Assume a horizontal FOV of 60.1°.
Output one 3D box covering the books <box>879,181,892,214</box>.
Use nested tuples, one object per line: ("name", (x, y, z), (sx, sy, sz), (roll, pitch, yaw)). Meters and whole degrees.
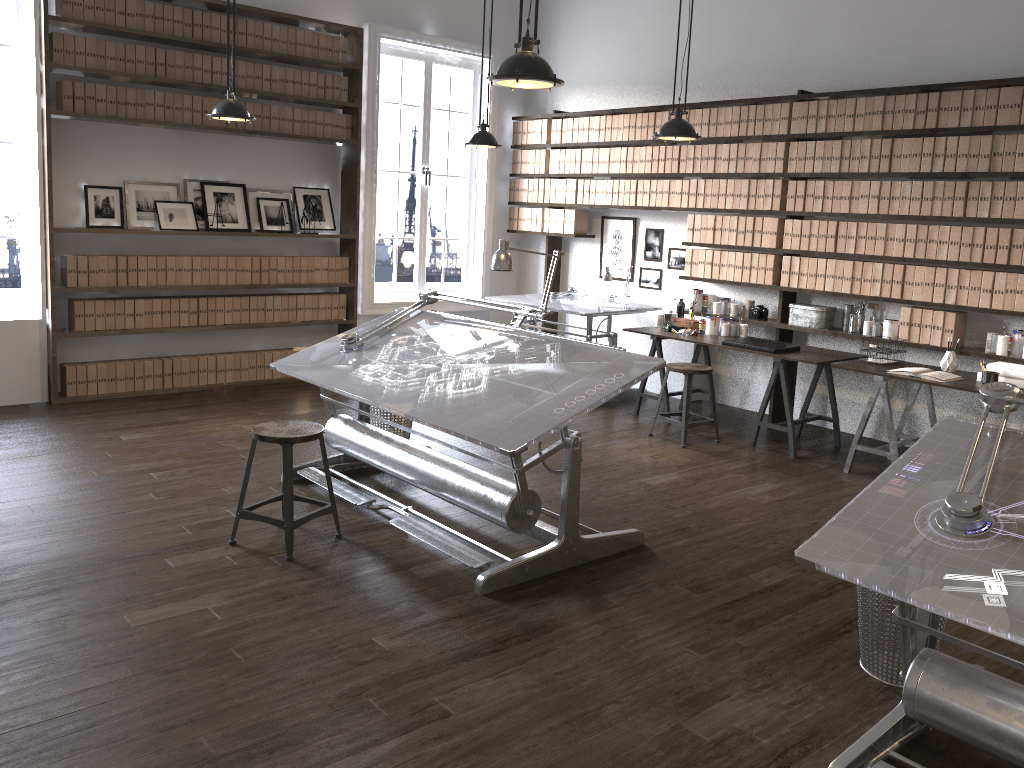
("books", (2.536, -1.239, 5.923), (0.175, 0.224, 0.067), (-5, 11, -40))

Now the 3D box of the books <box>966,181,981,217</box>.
("books", (2.900, -1.140, 5.502), (0.175, 0.224, 0.067), (-5, 11, -40))

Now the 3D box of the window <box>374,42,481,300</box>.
("window", (-0.823, -1.918, 8.278), (1.247, 2.293, 0.154), (-5, 11, -40))

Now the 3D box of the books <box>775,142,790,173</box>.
("books", (2.017, -1.652, 6.496), (0.175, 0.224, 0.067), (-5, 11, -40))

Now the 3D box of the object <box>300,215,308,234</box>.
("object", (-1.745, -1.342, 7.452), (0.066, 0.164, 0.040), (-4, 11, -40))

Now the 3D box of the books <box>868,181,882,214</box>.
("books", (2.487, -1.251, 5.973), (0.175, 0.224, 0.067), (-5, 11, -40))

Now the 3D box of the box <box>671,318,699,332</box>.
("box", (1.371, -0.464, 6.942), (0.138, 0.083, 0.213), (-6, 14, -40))

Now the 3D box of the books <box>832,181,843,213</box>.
("books", (2.317, -1.298, 6.178), (0.175, 0.224, 0.067), (-5, 11, -40))

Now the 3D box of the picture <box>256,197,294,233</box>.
("picture", (-1.990, -1.415, 7.438), (0.290, 0.288, 0.127), (-5, 12, -40))

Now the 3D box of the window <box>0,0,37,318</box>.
("window", (-3.920, -1.582, 5.809), (1.486, 2.479, 0.154), (-5, 11, -40))

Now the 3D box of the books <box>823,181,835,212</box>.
("books", (2.271, -1.311, 6.232), (0.175, 0.224, 0.067), (-5, 11, -40))

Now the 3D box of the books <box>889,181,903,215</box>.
("books", (2.582, -1.226, 5.871), (0.175, 0.224, 0.067), (-5, 11, -40))

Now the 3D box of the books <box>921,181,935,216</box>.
("books", (2.715, -1.188, 5.706), (0.175, 0.224, 0.067), (-5, 11, -40))

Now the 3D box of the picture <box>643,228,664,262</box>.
("picture", (1.238, -1.212, 7.720), (0.022, 0.282, 0.202), (-4, 11, -41))

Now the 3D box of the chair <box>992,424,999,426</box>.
("chair", (2.438, 0.490, 4.637), (0.372, 0.524, 0.360), (7, 10, 22))

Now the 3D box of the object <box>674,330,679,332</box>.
("object", (1.253, -0.404, 6.792), (0.006, 0.006, 0.157), (8, 12, 28))

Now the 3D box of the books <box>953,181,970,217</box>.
("books", (2.847, -1.152, 5.554), (0.175, 0.224, 0.067), (-5, 11, -40))

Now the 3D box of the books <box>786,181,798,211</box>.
("books", (2.083, -1.362, 6.450), (0.175, 0.224, 0.067), (-5, 11, -40))

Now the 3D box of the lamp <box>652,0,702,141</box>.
("lamp", (1.083, -2.638, 5.376), (0.311, 2.236, 0.314), (7, 9, 29))

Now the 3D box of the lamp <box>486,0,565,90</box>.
("lamp", (0.106, -2.296, 3.362), (0.313, 2.236, 0.313), (0, 9, -20))

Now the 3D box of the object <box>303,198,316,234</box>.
("object", (-1.719, -1.422, 7.508), (0.118, 0.302, 0.040), (-4, 11, -40))

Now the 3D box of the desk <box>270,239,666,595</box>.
("desk", (-0.324, -0.057, 4.500), (1.079, 1.376, 2.293), (-5, 13, -40))

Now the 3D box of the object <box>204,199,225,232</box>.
("object", (-2.339, -1.324, 6.958), (0.175, 0.258, 0.040), (-5, 11, -40))

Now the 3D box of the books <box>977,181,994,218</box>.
("books", (2.943, -1.127, 5.445), (0.175, 0.224, 0.067), (-5, 11, -40))

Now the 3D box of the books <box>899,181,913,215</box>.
("books", (2.624, -1.214, 5.817), (0.175, 0.224, 0.067), (-5, 11, -40))

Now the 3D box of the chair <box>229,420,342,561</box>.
("chair", (-1.002, 0.455, 3.958), (0.359, 0.524, 0.373), (7, 10, 27))

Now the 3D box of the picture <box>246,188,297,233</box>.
("picture", (-2.025, -1.454, 7.456), (0.435, 0.358, 0.096), (-6, 12, -40))

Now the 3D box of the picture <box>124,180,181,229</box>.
("picture", (-2.762, -1.373, 6.829), (0.416, 0.362, 0.083), (-6, 12, -40))

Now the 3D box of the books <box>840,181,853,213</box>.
("books", (2.356, -1.286, 6.124), (0.175, 0.224, 0.067), (-5, 11, -40))

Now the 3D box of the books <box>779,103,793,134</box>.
("books", (2.034, -1.923, 6.451), (0.175, 0.224, 0.067), (-5, 11, -40))

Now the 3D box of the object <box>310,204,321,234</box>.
("object", (-1.685, -1.412, 7.577), (0.111, 0.260, 0.040), (-5, 11, -40))

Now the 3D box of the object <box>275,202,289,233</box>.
("object", (-1.907, -1.376, 7.342), (0.124, 0.258, 0.040), (-5, 11, -40))

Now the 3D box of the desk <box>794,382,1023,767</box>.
("desk", (1.843, 0.533, 1.984), (1.079, 1.376, 2.081), (-5, 13, -40))

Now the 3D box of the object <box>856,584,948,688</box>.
("object", (1.338, 0.811, 3.050), (0.353, 0.375, 0.356), (0, 10, -19))

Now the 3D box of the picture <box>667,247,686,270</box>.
("picture", (1.425, -1.059, 7.510), (0.023, 0.182, 0.252), (-4, 12, -40))

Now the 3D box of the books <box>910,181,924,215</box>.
("books", (2.669, -1.201, 5.760), (0.175, 0.224, 0.067), (-5, 11, -40))

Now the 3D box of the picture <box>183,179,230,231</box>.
("picture", (-2.436, -1.431, 7.107), (0.370, 0.403, 0.091), (-5, 11, -40))

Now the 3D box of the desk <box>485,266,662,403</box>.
("desk", (0.560, -0.484, 7.684), (1.073, 1.090, 1.276), (-5, 13, -40))

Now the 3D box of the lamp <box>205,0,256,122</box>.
("lamp", (-1.746, -2.800, 5.512), (0.311, 2.236, 0.314), (7, 9, 29))

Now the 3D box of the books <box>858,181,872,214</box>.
("books", (2.442, -1.263, 6.028), (0.175, 0.224, 0.067), (-5, 11, -40))

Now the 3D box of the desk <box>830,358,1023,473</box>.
("desk", (2.770, 0.327, 5.183), (0.657, 0.664, 1.678), (-5, 13, -40))

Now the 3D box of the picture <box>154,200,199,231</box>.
("picture", (-2.604, -1.303, 6.877), (0.300, 0.227, 0.145), (-6, 12, -40))

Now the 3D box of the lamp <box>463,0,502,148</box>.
("lamp", (-0.179, -2.981, 6.835), (0.311, 2.236, 0.314), (7, 9, 29))

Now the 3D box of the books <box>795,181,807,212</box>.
("books", (2.127, -1.349, 6.391), (0.175, 0.224, 0.067), (-5, 11, -40))

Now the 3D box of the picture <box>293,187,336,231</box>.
("picture", (-1.711, -1.518, 7.678), (0.344, 0.362, 0.161), (-5, 12, -40))

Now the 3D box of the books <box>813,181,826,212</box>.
("books", (2.222, -1.323, 6.282), (0.175, 0.224, 0.067), (-5, 11, -40))

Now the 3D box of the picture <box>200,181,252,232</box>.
("picture", (-2.307, -1.426, 7.149), (0.374, 0.388, 0.149), (-5, 12, -40))

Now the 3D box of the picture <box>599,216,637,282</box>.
("picture", (0.957, -1.228, 8.034), (0.040, 0.570, 0.417), (-4, 11, -40))

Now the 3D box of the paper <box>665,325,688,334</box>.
("paper", (1.263, -0.423, 6.834), (0.155, 0.038, 0.138), (10, 13, 34))

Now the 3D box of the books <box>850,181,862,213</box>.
("books", (2.402, -1.275, 6.077), (0.175, 0.224, 0.067), (-5, 11, -40))

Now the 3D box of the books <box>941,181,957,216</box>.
("books", (2.804, -1.166, 5.613), (0.175, 0.224, 0.067), (-5, 11, -40))

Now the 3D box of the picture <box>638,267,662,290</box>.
("picture", (1.216, -0.925, 7.768), (0.023, 0.182, 0.252), (-4, 12, -40))

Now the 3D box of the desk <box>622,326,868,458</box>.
("desk", (1.629, 0.016, 6.508), (0.657, 0.664, 1.678), (-5, 13, -40))

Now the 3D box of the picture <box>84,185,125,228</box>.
("picture", (-3.045, -1.321, 6.617), (0.267, 0.313, 0.058), (-5, 11, -40))

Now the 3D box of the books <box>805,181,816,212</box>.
("books", (2.179, -1.336, 6.338), (0.175, 0.224, 0.067), (-5, 11, -40))

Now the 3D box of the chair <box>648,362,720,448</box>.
("chair", (1.215, 0.136, 6.163), (0.359, 0.524, 0.374), (-3, 11, -32))

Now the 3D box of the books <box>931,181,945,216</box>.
("books", (2.760, -1.177, 5.661), (0.175, 0.224, 0.067), (-5, 11, -40))
